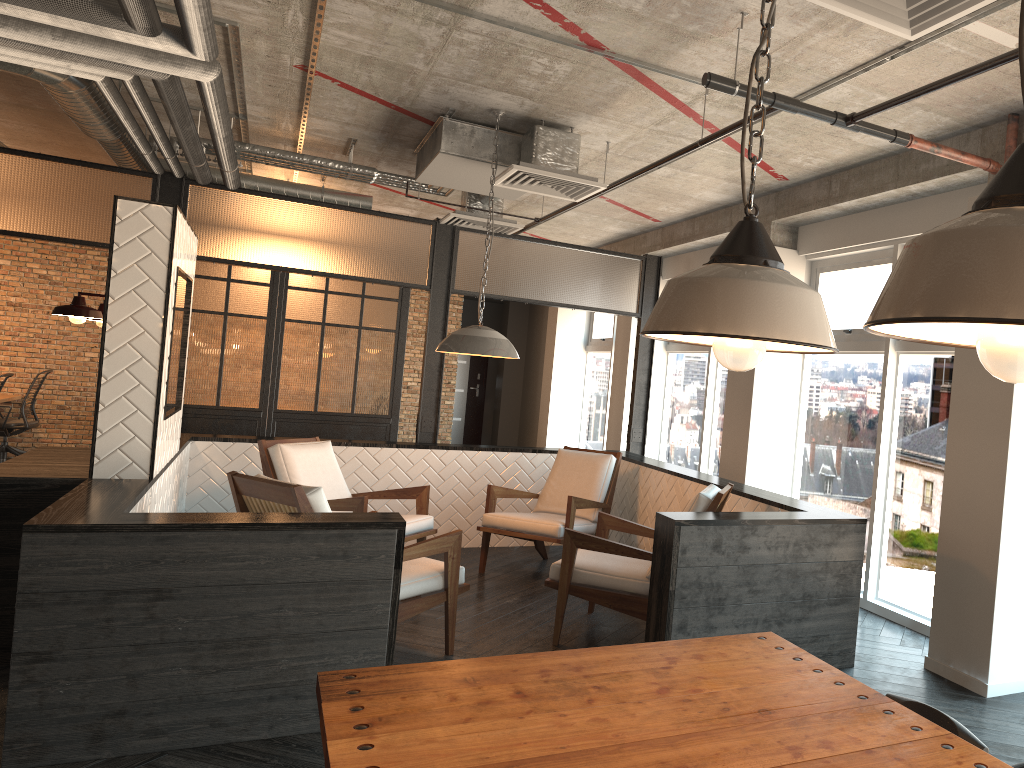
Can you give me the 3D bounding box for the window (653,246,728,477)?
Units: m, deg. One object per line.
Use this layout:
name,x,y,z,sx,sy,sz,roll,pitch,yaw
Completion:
window,1.988,0.079,8.344,0.277,2.874,2.200,5,0,-17

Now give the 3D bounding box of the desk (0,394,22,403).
desk,-5.851,0.486,8.627,0.907,0.720,1.450,5,1,-19

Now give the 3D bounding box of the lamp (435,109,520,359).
lamp,-0.147,-0.951,5.247,0.560,1.545,0.459,5,0,-15

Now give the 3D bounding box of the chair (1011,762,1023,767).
chair,1.002,1.169,1.614,0.505,0.737,0.328,5,0,-24

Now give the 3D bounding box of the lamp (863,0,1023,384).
lamp,0.654,-0.865,0.950,0.383,1.737,0.349,5,0,-4

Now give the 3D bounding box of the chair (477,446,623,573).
chair,0.337,0.957,6.281,0.638,0.907,1.052,5,0,30

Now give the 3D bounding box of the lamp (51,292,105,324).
lamp,-2.051,-0.370,3.973,0.168,0.171,0.259,5,1,36

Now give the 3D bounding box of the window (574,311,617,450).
window,1.292,-0.016,10.729,0.277,2.874,2.200,5,0,-17

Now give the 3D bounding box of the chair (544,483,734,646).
chair,0.772,1.015,4.876,0.906,0.907,0.750,5,0,11

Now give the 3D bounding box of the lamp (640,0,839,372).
lamp,0.488,-0.888,1.518,0.383,1.737,0.349,5,0,-4

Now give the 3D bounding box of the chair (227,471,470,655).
chair,-0.810,0.892,4.098,0.618,0.907,1.079,5,0,39

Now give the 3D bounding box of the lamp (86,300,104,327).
lamp,-2.228,-0.394,4.583,0.168,0.171,0.259,5,1,36

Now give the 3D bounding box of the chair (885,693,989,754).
chair,0.817,1.154,1.959,0.526,0.726,0.328,5,0,-24

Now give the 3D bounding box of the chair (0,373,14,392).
chair,-4.999,0.404,7.455,0.793,1.063,0.607,5,0,-23

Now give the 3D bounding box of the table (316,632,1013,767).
table,0.590,1.123,0.504,1.346,0.791,3.311,5,1,-18

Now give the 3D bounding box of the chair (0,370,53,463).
chair,-5.410,0.347,8.865,0.793,1.063,0.607,5,0,-23

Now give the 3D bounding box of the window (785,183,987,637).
window,2.683,0.175,5.959,0.277,2.874,2.200,5,0,-17

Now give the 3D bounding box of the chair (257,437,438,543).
chair,-1.098,0.847,5.457,0.881,0.907,0.770,5,0,16

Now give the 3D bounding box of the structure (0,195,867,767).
structure,-0.468,0.298,5.155,4.501,2.115,3.248,5,1,-23
